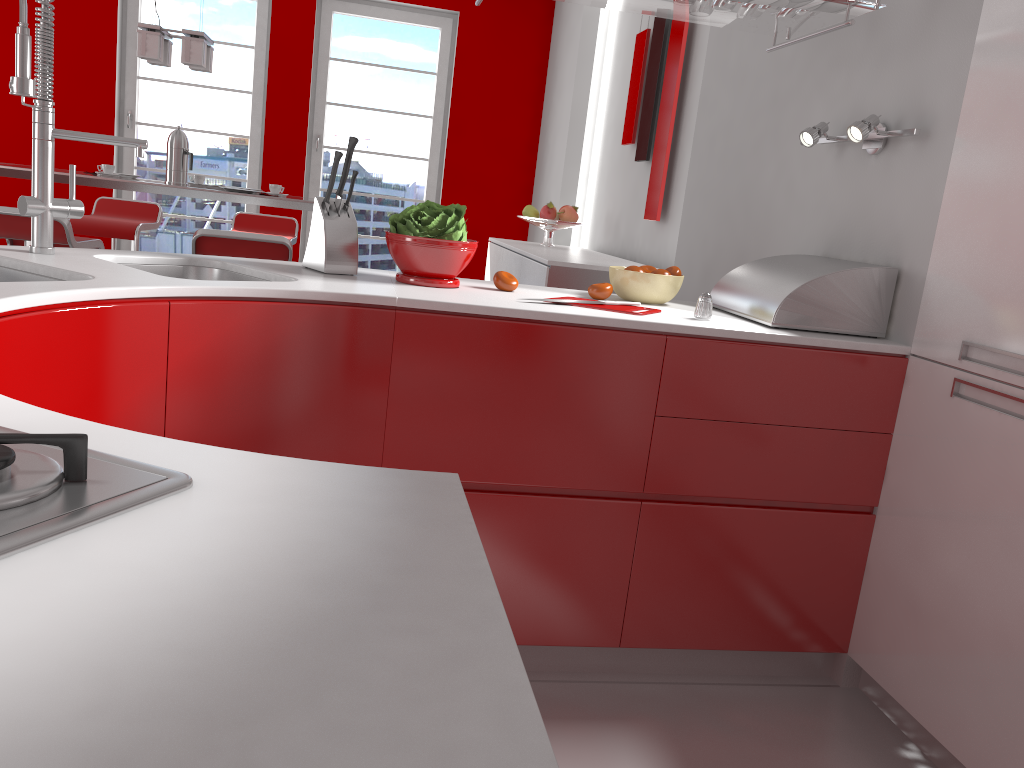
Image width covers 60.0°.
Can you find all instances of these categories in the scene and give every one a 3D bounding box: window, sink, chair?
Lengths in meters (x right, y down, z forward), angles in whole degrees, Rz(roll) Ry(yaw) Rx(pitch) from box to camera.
[{"bbox_3d":[-2.281,-1.817,6.348,0.938,2.038,0.117,5,12,-11],"label":"window"},{"bbox_3d":[-0.709,-0.153,1.975,0.428,0.172,0.326,16,15,39],"label":"sink"},{"bbox_3d":[-2.377,-0.671,5.309,0.418,0.857,0.460,6,11,-3],"label":"chair"},{"bbox_3d":[-1.571,-0.610,5.482,0.418,0.857,0.460,5,11,-8],"label":"chair"},{"bbox_3d":[-0.989,-0.107,1.579,0.428,0.172,0.326,13,13,27],"label":"sink"},{"bbox_3d":[-1.007,-1.714,6.590,0.938,2.038,0.117,5,12,-11],"label":"window"},{"bbox_3d":[-2.025,-0.320,3.780,0.418,0.857,0.460,6,11,-6],"label":"chair"},{"bbox_3d":[-1.205,-0.253,3.931,0.418,0.857,0.460,4,12,-15],"label":"chair"}]

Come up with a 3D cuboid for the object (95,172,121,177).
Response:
[{"bbox_3d":[-2.039,-1.057,4.477,0.119,0.016,0.119,0,13,-30],"label":"object"}]

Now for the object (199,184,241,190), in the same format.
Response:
[{"bbox_3d":[-1.483,-0.998,4.512,0.217,0.015,0.217,12,13,26],"label":"object"}]

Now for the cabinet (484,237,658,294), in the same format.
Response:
[{"bbox_3d":[0.254,-0.276,4.844,0.610,0.880,1.802,5,12,-11],"label":"cabinet"}]

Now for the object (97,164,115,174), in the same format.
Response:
[{"bbox_3d":[-2.043,-1.081,4.474,0.078,0.049,0.062,9,12,11],"label":"object"}]

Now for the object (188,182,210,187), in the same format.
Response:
[{"bbox_3d":[-1.644,-1.046,4.655,0.119,0.016,0.119,4,12,-13],"label":"object"}]

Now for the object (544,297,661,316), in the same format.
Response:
[{"bbox_3d":[0.221,-0.190,2.151,0.266,0.006,0.168,10,12,15],"label":"object"}]

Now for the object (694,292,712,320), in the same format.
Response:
[{"bbox_3d":[0.460,-0.186,2.121,0.043,0.066,0.042,7,11,2],"label":"object"}]

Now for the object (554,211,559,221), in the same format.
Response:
[{"bbox_3d":[0.240,-0.990,5.271,0.086,0.079,0.084,10,12,17],"label":"object"}]

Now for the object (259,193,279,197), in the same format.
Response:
[{"bbox_3d":[-1.182,-0.925,4.337,0.095,0.012,0.234,5,12,-11],"label":"object"}]

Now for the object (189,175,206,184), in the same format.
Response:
[{"bbox_3d":[-1.648,-1.071,4.654,0.078,0.049,0.062,13,13,28],"label":"object"}]

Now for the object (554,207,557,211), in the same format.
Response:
[{"bbox_3d":[0.218,-1.030,5.347,0.096,0.105,0.117,10,12,18],"label":"object"}]

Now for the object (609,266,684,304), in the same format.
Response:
[{"bbox_3d":[0.358,-0.263,2.401,0.201,0.086,0.201,5,12,-10],"label":"object"}]

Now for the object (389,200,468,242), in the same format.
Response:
[{"bbox_3d":[-0.207,-0.358,2.175,0.198,0.182,0.193,6,11,-5],"label":"object"}]

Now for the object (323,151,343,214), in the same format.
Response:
[{"bbox_3d":[-0.451,-0.424,2.156,0.012,0.279,0.130,-3,15,-39],"label":"object"}]

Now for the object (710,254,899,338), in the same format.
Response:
[{"bbox_3d":[0.739,-0.250,2.309,0.300,0.170,0.400,5,12,-11],"label":"object"}]

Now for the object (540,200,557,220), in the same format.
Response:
[{"bbox_3d":[0.206,-1.004,5.152,0.097,0.133,0.117,2,12,-21],"label":"object"}]

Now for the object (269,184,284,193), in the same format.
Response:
[{"bbox_3d":[-1.200,-0.990,4.520,0.078,0.049,0.062,5,12,-11],"label":"object"}]

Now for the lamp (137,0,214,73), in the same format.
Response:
[{"bbox_3d":[-1.604,-2.077,4.289,0.304,1.025,0.304,5,12,-11],"label":"lamp"}]

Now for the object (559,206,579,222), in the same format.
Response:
[{"bbox_3d":[0.335,-0.985,5.168,0.121,0.101,0.097,0,13,-32],"label":"object"}]

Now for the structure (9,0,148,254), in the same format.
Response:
[{"bbox_3d":[-0.896,-0.712,1.752,0.178,0.920,0.308,14,13,32],"label":"structure"}]

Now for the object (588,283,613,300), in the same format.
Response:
[{"bbox_3d":[0.231,-0.243,2.323,0.065,0.047,0.063,5,12,-11],"label":"object"}]

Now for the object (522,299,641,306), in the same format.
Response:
[{"bbox_3d":[0.171,-0.197,2.123,0.375,0.008,0.041,-1,14,-33],"label":"object"}]

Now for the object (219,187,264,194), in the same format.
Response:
[{"bbox_3d":[-1.318,-0.939,4.317,0.217,0.015,0.217,12,13,25],"label":"object"}]

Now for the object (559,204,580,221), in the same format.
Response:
[{"bbox_3d":[0.327,-1.019,5.292,0.117,0.129,0.150,15,14,36],"label":"object"}]

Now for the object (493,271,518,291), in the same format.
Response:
[{"bbox_3d":[-0.016,-0.261,2.255,0.064,0.048,0.063,0,13,-32],"label":"object"}]

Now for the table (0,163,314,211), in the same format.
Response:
[{"bbox_3d":[-1.842,-0.536,4.592,1.700,1.000,0.800,5,12,-11],"label":"table"}]

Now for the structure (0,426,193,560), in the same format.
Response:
[{"bbox_3d":[-0.433,0.059,0.455,0.303,0.037,0.457,11,12,19],"label":"structure"}]

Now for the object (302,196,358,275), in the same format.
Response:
[{"bbox_3d":[-0.447,-0.370,2.199,0.091,0.178,0.137,-2,14,-37],"label":"object"}]

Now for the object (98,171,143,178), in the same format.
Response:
[{"bbox_3d":[-2.065,-1.102,4.685,0.217,0.015,0.217,9,12,13],"label":"object"}]

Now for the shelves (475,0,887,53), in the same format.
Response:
[{"bbox_3d":[0.398,-1.383,2.026,0.934,1.023,0.462,5,12,-11],"label":"shelves"}]

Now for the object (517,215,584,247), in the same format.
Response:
[{"bbox_3d":[0.218,-0.898,5.264,0.398,0.159,0.398,16,14,38],"label":"object"}]

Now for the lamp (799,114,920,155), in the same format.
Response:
[{"bbox_3d":[0.866,-0.635,2.262,0.155,0.081,0.454,5,12,-11],"label":"lamp"}]

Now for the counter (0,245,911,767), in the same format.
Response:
[{"bbox_3d":[-0.339,0.293,1.683,1.868,0.880,2.865,12,12,22],"label":"counter"}]

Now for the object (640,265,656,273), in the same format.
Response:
[{"bbox_3d":[0.369,-0.296,2.413,0.065,0.052,0.062,1,13,-26],"label":"object"}]

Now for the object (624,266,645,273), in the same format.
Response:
[{"bbox_3d":[0.326,-0.291,2.365,0.066,0.049,0.062,6,11,-3],"label":"object"}]

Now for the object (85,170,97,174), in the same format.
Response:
[{"bbox_3d":[-2.202,-1.112,4.662,0.095,0.012,0.234,4,12,-12],"label":"object"}]

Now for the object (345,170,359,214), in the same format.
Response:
[{"bbox_3d":[-0.408,-0.428,2.188,0.009,0.197,0.091,-3,15,-39],"label":"object"}]

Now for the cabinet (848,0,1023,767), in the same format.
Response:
[{"bbox_3d":[1.447,0.064,0.953,0.614,2.026,2.398,5,12,-11],"label":"cabinet"}]

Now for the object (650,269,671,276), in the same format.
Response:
[{"bbox_3d":[0.392,-0.282,2.358,0.066,0.049,0.062,4,12,-14],"label":"object"}]

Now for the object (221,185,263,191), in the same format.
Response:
[{"bbox_3d":[-1.463,-1.055,4.806,0.217,0.015,0.217,-1,14,-35],"label":"object"}]

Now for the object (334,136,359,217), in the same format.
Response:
[{"bbox_3d":[-0.422,-0.438,2.162,0.014,0.322,0.150,-3,15,-39],"label":"object"}]

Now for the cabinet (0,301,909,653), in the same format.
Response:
[{"bbox_3d":[-0.064,0.292,1.687,1.025,0.761,1.875,14,14,34],"label":"cabinet"}]

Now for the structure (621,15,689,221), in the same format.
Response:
[{"bbox_3d":[0.741,-1.621,4.611,0.040,1.503,0.820,5,12,-11],"label":"structure"}]

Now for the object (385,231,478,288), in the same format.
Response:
[{"bbox_3d":[-0.203,-0.305,2.188,0.229,0.118,0.228,-3,15,-39],"label":"object"}]

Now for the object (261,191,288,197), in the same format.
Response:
[{"bbox_3d":[-1.210,-0.967,4.523,0.119,0.016,0.119,9,11,9],"label":"object"}]

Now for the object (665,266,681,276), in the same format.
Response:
[{"bbox_3d":[0.429,-0.292,2.406,0.055,0.058,0.066,1,13,-25],"label":"object"}]

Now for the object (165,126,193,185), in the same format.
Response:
[{"bbox_3d":[-1.665,-1.149,4.460,0.149,0.287,0.113,6,11,-3],"label":"object"}]

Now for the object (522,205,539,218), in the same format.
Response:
[{"bbox_3d":[0.115,-1.014,5.243,0.100,0.086,0.083,16,14,38],"label":"object"}]
